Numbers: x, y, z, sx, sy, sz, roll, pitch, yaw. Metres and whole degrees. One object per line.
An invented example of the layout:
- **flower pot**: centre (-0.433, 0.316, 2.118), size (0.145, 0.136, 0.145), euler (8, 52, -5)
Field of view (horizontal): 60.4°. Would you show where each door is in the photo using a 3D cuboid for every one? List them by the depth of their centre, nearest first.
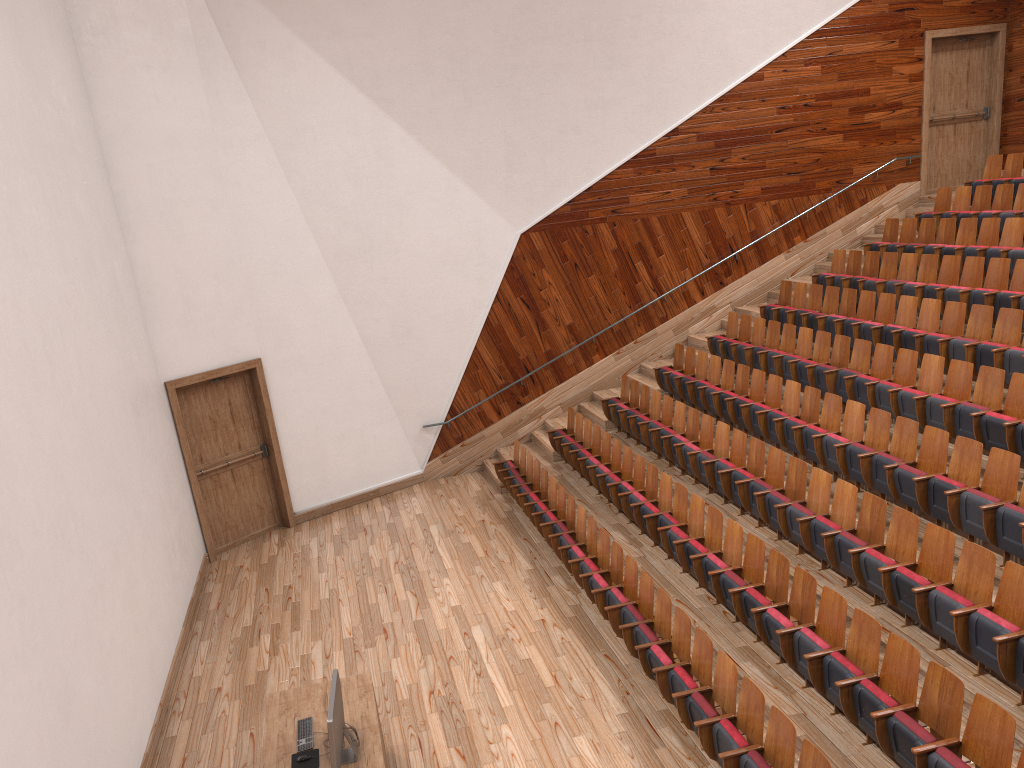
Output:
- **door**: centre (-0.369, 0.098, 1.153), size (0.024, 0.248, 0.136), euler (9, 23, 39)
- **door**: centre (0.702, -0.428, 1.386), size (0.139, 0.248, 0.023), euler (-10, 18, -10)

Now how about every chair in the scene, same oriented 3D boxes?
- **chair**: centre (0.459, 0.019, 0.703), size (0.767, 0.386, 1.148), euler (-10, 13, -11)

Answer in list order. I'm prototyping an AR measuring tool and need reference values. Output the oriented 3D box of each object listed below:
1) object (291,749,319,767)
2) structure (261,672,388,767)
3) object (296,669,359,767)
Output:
- **object**: centre (-0.134, 0.245, 0.570), size (0.018, 0.001, 0.022), euler (-9, 12, -11)
- **structure**: centre (-0.124, 0.274, 0.604), size (0.078, 0.073, 0.152), euler (-10, 14, -11)
- **object**: centre (-0.124, 0.218, 0.571), size (0.040, 0.050, 0.087), euler (-10, 14, -11)
